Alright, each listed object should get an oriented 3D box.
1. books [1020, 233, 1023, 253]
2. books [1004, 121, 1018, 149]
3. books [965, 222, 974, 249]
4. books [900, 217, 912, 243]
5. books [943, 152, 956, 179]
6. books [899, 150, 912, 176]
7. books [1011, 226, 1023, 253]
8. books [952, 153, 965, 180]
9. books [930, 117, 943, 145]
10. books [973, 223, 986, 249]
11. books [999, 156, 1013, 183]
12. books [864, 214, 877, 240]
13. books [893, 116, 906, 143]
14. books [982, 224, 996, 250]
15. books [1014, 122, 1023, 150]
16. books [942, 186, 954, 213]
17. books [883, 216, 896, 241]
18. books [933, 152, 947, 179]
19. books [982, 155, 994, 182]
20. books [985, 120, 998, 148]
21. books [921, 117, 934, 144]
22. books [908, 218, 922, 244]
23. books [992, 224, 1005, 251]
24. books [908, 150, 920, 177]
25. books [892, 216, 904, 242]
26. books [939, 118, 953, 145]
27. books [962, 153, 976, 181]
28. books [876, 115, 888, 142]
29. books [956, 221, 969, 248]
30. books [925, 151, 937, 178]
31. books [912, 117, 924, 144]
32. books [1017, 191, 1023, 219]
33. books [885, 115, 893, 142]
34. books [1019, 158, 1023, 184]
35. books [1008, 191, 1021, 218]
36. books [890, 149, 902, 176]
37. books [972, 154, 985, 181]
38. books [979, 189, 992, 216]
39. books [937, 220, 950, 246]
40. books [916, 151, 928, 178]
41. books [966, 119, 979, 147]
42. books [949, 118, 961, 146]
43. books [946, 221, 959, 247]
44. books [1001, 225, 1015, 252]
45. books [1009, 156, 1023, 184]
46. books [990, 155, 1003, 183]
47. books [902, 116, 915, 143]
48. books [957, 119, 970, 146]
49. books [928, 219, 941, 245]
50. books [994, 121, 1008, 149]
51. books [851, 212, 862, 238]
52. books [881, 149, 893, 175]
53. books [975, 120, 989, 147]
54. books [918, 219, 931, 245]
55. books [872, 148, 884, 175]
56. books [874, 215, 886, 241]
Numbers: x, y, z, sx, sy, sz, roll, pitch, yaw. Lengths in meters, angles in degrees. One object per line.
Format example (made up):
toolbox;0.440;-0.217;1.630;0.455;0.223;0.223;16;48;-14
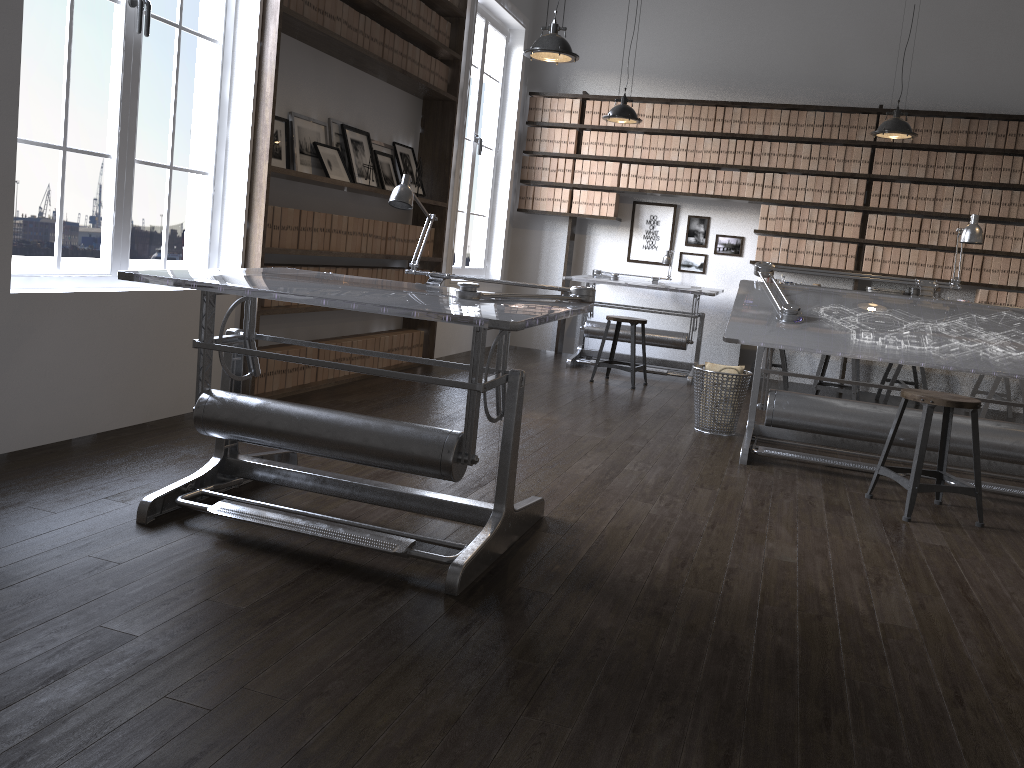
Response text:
books;4.199;-1.168;7.245;0.067;0.224;0.175;8;7;17
books;4.063;-2.018;7.233;0.067;0.224;0.175;8;7;17
books;3.806;-1.228;7.373;0.067;0.224;0.175;8;7;17
books;3.336;-1.299;7.522;0.067;0.224;0.175;8;7;17
books;3.637;-1.805;7.386;0.067;0.224;0.175;8;7;17
books;3.316;-1.853;7.488;0.067;0.224;0.175;8;7;17
books;4.132;-1.178;7.270;0.067;0.224;0.175;8;7;17
books;3.705;-1.795;7.370;0.067;0.224;0.175;8;7;17
books;3.536;-2.097;7.399;0.067;0.224;0.175;8;7;17
books;3.865;-1.219;7.353;0.067;0.224;0.175;8;7;17
books;4.035;-1.745;7.259;0.067;0.224;0.175;8;7;17
books;3.076;-1.337;7.600;0.067;0.224;0.175;8;7;17
books;3.268;-2.137;7.481;0.067;0.224;0.175;8;7;17
books;3.933;-1.208;7.330;0.067;0.224;0.175;8;7;17
books;4.135;-2.008;7.217;0.067;0.224;0.175;8;7;17
books;3.633;-1.531;7.407;0.067;0.224;0.175;8;7;17
books;3.212;-1.316;7.553;0.067;0.224;0.175;8;7;17
books;3.571;-1.816;7.411;0.067;0.224;0.175;8;7;17
books;3.908;-1.765;7.304;0.067;0.224;0.175;8;7;17
books;3.925;-2.039;7.277;0.067;0.224;0.175;8;7;17
books;3.470;-2.108;7.423;0.067;0.224;0.175;8;7;17
books;3.405;-1.288;7.495;0.067;0.224;0.175;8;7;17
books;4.000;-1.199;7.313;0.067;0.224;0.175;8;7;17
books;3.376;-1.845;7.471;0.067;0.224;0.175;8;7;17
books;3.274;-1.308;7.539;0.067;0.224;0.175;8;7;17
books;3.605;-2.087;7.379;0.067;0.224;0.175;8;7;17
books;3.775;-1.784;7.342;0.067;0.224;0.175;8;7;17
books;3.141;-2.157;7.525;0.067;0.224;0.175;8;7;17
books;3.741;-1.237;7.389;0.067;0.224;0.175;8;7;17
books;3.504;-1.826;7.432;0.067;0.224;0.175;8;7;17
books;3.405;-2.118;7.446;0.067;0.224;0.175;8;7;17
books;4.160;-1.452;7.246;0.067;0.224;0.175;8;7;17
books;3.199;-2.148;7.502;0.067;0.224;0.175;8;7;17
books;4.174;-1.724;7.217;0.067;0.224;0.175;8;7;17
books;4.097;-1.461;7.263;0.067;0.224;0.175;8;7;17
books;3.247;-1.864;7.507;0.067;0.224;0.175;8;7;17
books;3.847;-1.774;7.325;0.067;0.224;0.175;8;7;17
books;3.900;-1.491;7.324;0.067;0.224;0.175;8;7;17
books;3.612;-1.257;7.435;0.067;0.224;0.175;8;7;17
books;3.438;-1.835;7.446;0.067;0.224;0.175;8;7;17
books;3.792;-2.059;7.323;0.067;0.224;0.175;8;7;17
books;3.665;-2.079;7.362;0.067;0.224;0.175;8;7;17
books;3.679;-1.247;7.414;0.067;0.224;0.175;8;7;17
books;4.067;-1.189;7.294;0.067;0.224;0.175;8;7;17
books;4.105;-1.735;7.241;0.067;0.224;0.175;8;7;17
books;3.966;-1.755;7.281;0.067;0.224;0.175;8;7;17
books;3.338;-2.127;7.462;0.067;0.224;0.175;8;7;17
books;3.727;-2.068;7.338;0.067;0.224;0.175;8;7;17
books;3.543;-1.267;7.452;0.067;0.224;0.175;8;7;17
books;3.994;-2.029;7.261;0.067;0.224;0.175;8;7;17
books;2.965;-1.361;7.630;0.067;0.224;0.175;8;7;17
books;3.182;-1.874;7.532;0.067;0.224;0.175;8;7;17
books;3.860;-2.049;7.302;0.067;0.224;0.175;8;7;17
books;3.478;-1.278;7.478;0.067;0.224;0.175;8;7;17
books;3.116;-1.884;7.554;0.067;0.224;0.175;8;7;17
books;3.144;-1.327;7.575;0.067;0.224;0.175;8;7;17
